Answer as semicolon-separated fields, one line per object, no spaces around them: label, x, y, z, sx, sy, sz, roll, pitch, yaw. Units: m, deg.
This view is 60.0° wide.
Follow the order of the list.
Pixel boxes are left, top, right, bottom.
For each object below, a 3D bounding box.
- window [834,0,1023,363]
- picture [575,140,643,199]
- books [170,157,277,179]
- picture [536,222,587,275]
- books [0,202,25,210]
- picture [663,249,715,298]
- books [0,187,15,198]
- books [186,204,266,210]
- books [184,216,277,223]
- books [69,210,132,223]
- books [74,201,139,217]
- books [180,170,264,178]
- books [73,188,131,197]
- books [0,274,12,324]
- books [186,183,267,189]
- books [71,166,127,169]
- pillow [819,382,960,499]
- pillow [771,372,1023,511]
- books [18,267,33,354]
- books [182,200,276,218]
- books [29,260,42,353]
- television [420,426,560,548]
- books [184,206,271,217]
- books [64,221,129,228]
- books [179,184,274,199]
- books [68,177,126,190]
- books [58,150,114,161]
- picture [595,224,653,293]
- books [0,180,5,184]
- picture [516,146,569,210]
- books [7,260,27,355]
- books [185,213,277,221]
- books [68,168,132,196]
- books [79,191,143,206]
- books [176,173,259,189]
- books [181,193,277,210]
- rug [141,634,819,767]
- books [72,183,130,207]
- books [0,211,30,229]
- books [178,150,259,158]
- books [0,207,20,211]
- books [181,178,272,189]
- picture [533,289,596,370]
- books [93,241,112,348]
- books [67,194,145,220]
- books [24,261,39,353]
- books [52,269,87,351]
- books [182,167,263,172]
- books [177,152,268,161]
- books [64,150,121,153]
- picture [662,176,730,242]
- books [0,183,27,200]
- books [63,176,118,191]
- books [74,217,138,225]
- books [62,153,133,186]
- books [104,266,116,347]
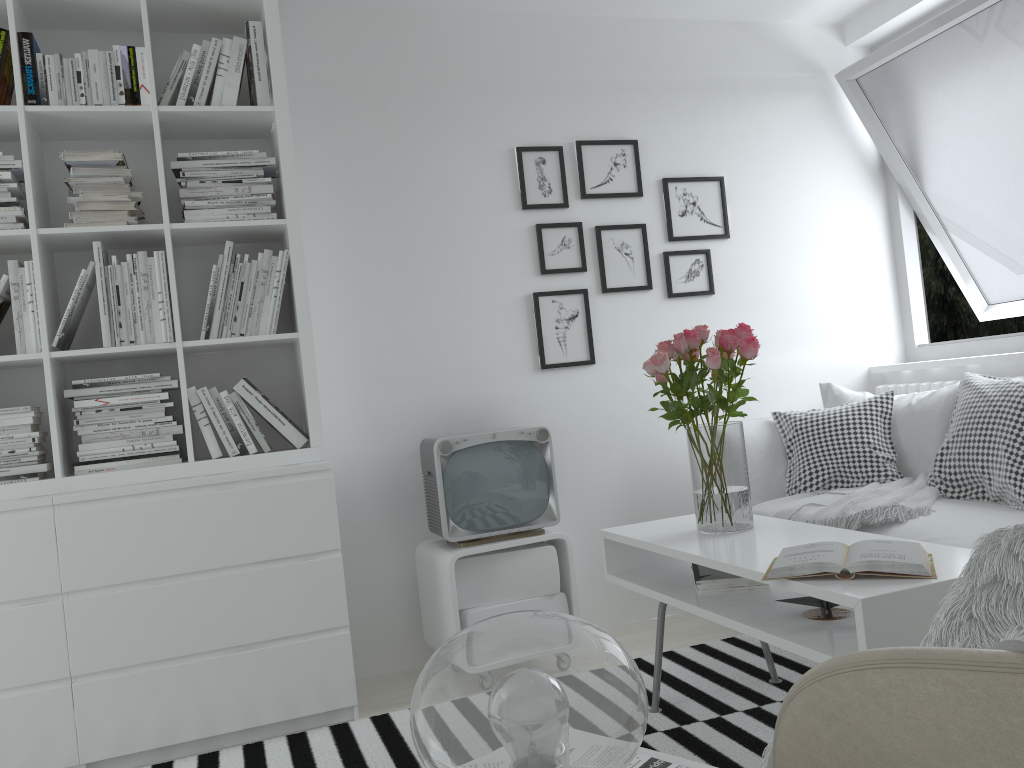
window;3.072;-0.816;6.344;4.514;8.137;12.055;-6;-1;-19
picture;0.400;-0.880;3.634;0.275;0.236;0.021;-6;-1;-19
books;-0.968;-0.723;2.999;0.331;0.025;0.176;-6;-1;-14
picture;0.199;-0.544;3.552;0.196;0.202;0.018;-6;-1;-19
books;-1.693;-0.529;2.782;0.312;0.012;0.251;-6;-1;-18
picture;0.746;-0.465;3.732;0.218;0.194;0.017;-6;-1;-19
books;-1.687;-0.580;2.744;0.254;0.012;0.161;-6;-1;-19
books;-0.964;-0.580;2.994;0.254;0.013;0.161;-6;-1;-19
books;-0.939;-0.530;2.985;0.288;0.016;0.182;-6;-1;-14
books;-1.332;-0.523;2.901;0.174;0.021;0.273;-6;-1;-19
books;-1.332;-0.548;2.898;0.180;0.028;0.296;-6;-1;-29
books;-0.979;-0.689;2.997;0.263;0.017;0.167;-6;-1;-19
books;-1.342;-0.602;2.914;0.167;0.017;0.263;-6;-1;-24
books;-1.627;-0.197;2.769;0.158;0.257;0.182;-6;-1;-19
books;-0.966;-0.651;2.990;0.254;0.012;0.161;-6;-1;-24
books;-1.350;-0.675;2.912;0.161;0.013;0.254;-6;-1;-24
pillow;1.492;0.213;3.399;0.321;0.491;0.617;-6;-1;-45
pillow;1.635;0.176;2.454;0.676;0.513;2.488;-6;-1;-17
books;-1.518;-0.218;2.803;0.021;0.273;0.174;-6;-1;-19
books;-0.963;-0.594;3.011;0.288;0.016;0.182;-6;-1;-24
books;-1.478;-0.229;2.790;0.016;0.288;0.182;-6;-1;-19
television;-0.080;0.356;3.136;0.414;0.374;0.273;-6;-1;-19
books;-0.953;-0.563;2.995;0.273;0.021;0.174;-6;-1;-14
books;-1.336;-0.488;2.889;0.182;0.016;0.288;-6;-1;-19
books;-0.957;-0.631;2.998;0.296;0.028;0.180;-6;-1;-14
books;-1.341;-0.630;2.896;0.159;0.012;0.285;-6;-1;-19
books;-1.359;-0.712;2.894;0.159;0.012;0.285;-6;-1;-14
picture;0.460;-0.516;3.639;0.225;0.274;0.018;-6;-1;-19
books;-1.698;-0.603;2.739;0.256;0.013;0.161;-6;-1;-14
picture;0.122;-0.823;3.540;0.196;0.248;0.018;-6;-1;-19
books;-1.542;-0.229;2.798;0.028;0.296;0.180;-6;-1;-19
books;-0.950;-0.545;3.000;0.288;0.016;0.182;-6;-1;-19
books;-1.351;-0.658;2.901;0.174;0.021;0.273;-6;-1;-29
books;-1.324;-0.587;2.910;0.182;0.016;0.288;-6;-1;-29
books;-0.978;-0.674;2.985;0.256;0.013;0.161;-6;-1;-9
books;-0.954;-0.610;3.013;0.288;0.016;0.182;-6;-1;-9
rug;-0.016;1.002;1.989;4.362;0.004;1.846;-6;-1;-19
books;-1.349;-0.617;2.905;0.161;0.012;0.254;-6;-1;-29
books;-1.685;-0.503;2.774;0.314;0.014;0.232;-6;-1;-19
books;-0.982;-0.755;2.991;0.254;0.012;0.161;-6;-1;-14
books;-1.692;-0.516;2.773;0.308;0.014;0.232;-6;-1;-21
books;-0.958;-0.664;2.998;0.285;0.012;0.159;-6;-1;-14
picture;0.209;-0.220;3.539;0.232;0.306;0.019;-6;-1;-19
books;-1.297;-0.274;2.829;0.025;0.331;0.176;-6;-1;-19
books;-1.319;-0.572;2.899;0.182;0.016;0.288;-6;-1;-14
books;-1.497;-0.229;2.796;0.016;0.288;0.182;-6;-1;-19
books;-1.382;-0.230;2.792;0.118;0.235;0.161;-6;-1;-19
books;-0.978;-0.704;2.996;0.254;0.013;0.161;-6;-1;-19
books;-0.965;-0.744;2.990;0.285;0.012;0.159;-6;-1;-9
books;-1.362;-0.725;2.911;0.161;0.012;0.254;-6;-1;-19
picture;0.782;-0.742;3.757;0.290;0.266;0.019;-6;-1;-19
books;-1.679;-0.593;2.754;0.285;0.012;0.159;-6;-1;-19
books;-1.357;-0.640;2.914;0.161;0.013;0.256;-6;-1;-14
books;-1.325;-0.505;2.900;0.182;0.016;0.288;-6;-1;-24
books;-1.348;-0.694;2.900;0.176;0.025;0.331;-6;-1;-19
books;-1.276;-0.238;2.834;0.013;0.254;0.161;-6;-1;-19
